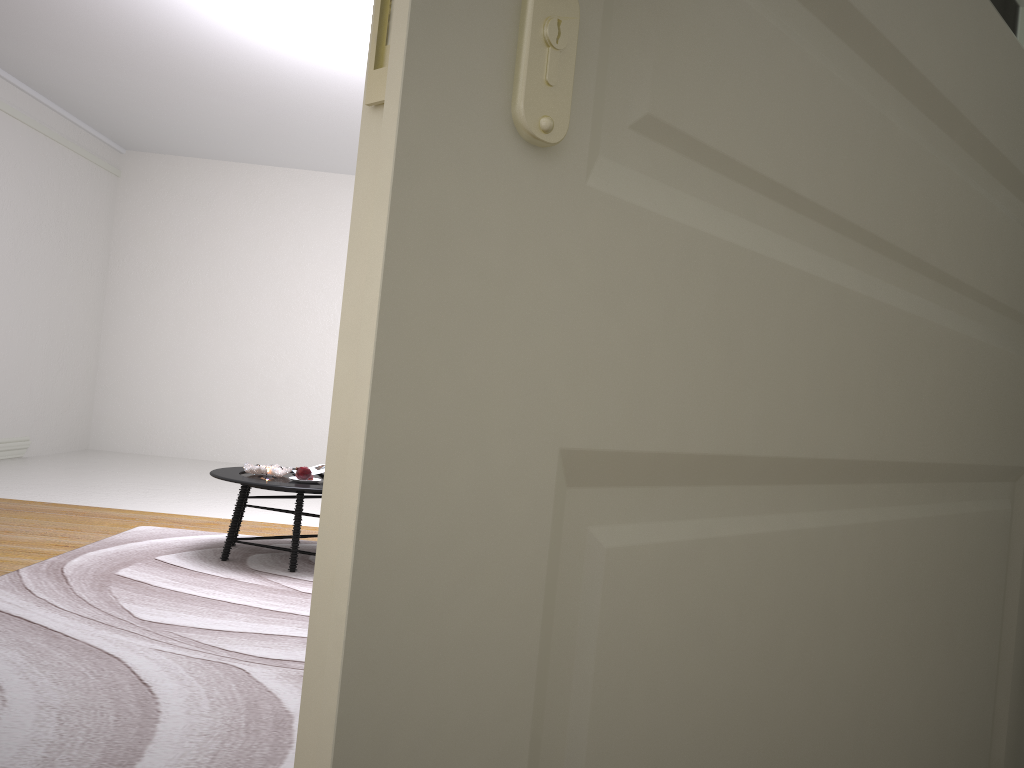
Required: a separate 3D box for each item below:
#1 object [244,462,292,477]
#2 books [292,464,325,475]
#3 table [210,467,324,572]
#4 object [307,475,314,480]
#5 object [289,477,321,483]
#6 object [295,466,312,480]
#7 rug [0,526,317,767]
[{"bbox_3d":[-1.325,0.465,4.815,0.252,0.062,0.255,6,-1,6],"label":"object"},{"bbox_3d":[-1.035,0.495,5.024,0.378,0.048,0.300,6,-1,-23],"label":"books"},{"bbox_3d":[-1.161,0.729,4.807,0.947,0.449,0.941,6,-1,-4],"label":"table"},{"bbox_3d":[-1.083,0.498,4.752,0.036,0.036,0.044,6,-1,8],"label":"object"},{"bbox_3d":[-1.097,0.509,4.697,0.164,0.015,0.171,5,-1,44],"label":"object"},{"bbox_3d":[-1.098,0.474,4.686,0.108,0.082,0.090,5,-1,33],"label":"object"},{"bbox_3d":[-1.219,0.916,3.473,1.954,0.008,3.701,6,-1,-1],"label":"rug"}]
